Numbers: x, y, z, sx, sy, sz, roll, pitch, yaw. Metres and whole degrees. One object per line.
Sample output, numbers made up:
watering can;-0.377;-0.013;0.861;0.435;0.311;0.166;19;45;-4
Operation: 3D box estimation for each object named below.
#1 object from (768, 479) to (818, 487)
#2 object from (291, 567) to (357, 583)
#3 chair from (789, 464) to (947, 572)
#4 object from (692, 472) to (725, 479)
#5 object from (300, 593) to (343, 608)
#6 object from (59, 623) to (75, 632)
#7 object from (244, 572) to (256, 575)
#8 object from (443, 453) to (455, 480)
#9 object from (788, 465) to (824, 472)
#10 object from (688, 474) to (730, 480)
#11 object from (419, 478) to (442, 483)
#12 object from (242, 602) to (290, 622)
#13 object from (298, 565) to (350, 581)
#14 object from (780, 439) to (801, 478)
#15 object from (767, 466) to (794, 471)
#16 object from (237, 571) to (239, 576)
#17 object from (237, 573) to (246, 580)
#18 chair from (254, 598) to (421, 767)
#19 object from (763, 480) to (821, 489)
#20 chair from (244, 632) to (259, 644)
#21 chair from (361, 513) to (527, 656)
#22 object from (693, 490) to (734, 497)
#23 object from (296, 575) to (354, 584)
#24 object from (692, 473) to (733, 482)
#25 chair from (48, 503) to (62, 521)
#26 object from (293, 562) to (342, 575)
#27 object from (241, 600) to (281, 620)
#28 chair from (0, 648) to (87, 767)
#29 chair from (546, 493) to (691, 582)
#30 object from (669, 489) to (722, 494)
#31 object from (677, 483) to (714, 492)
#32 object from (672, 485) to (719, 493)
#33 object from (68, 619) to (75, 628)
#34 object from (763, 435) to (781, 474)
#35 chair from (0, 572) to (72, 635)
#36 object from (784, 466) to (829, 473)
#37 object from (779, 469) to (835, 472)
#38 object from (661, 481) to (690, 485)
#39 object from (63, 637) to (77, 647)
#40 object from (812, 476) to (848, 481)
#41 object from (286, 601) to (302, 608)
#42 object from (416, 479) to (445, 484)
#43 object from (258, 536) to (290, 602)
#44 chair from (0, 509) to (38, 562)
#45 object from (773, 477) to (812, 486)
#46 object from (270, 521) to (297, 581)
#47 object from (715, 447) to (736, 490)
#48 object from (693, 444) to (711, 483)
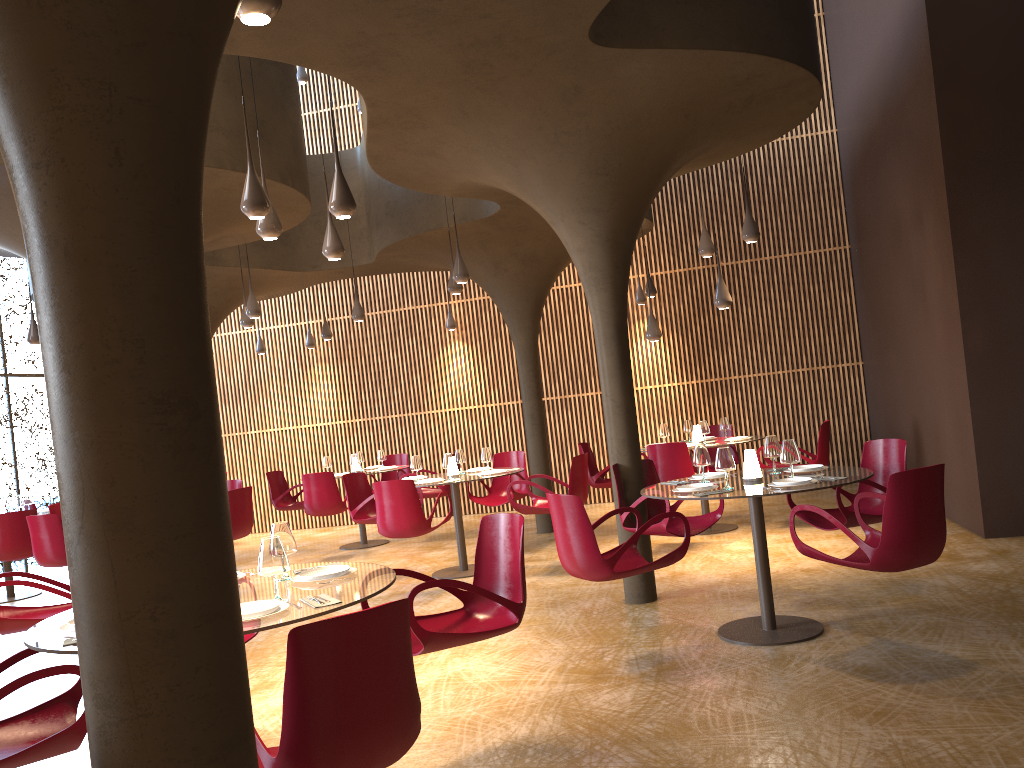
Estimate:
object;1.930;0.684;6.092;0.331;0.014;0.332;-6;-1;-5
object;-0.953;0.974;4.511;0.332;0.014;0.331;-7;-1;16
chair;2.248;0.820;5.489;0.624;0.636;0.874;-6;-1;-26
object;1.577;0.737;7.107;0.263;0.029;0.263;-8;-2;41
object;-0.842;0.955;3.902;0.126;0.017;0.262;-6;-1;-28
object;-1.835;1.061;3.956;0.332;0.014;0.332;-7;-1;9
object;-1.589;1.053;4.743;0.410;0.012;0.204;-6;-2;-36
object;-0.710;0.934;9.997;0.142;0.295;0.142;-6;0;4
object;2.267;0.653;6.839;0.263;0.029;0.263;-6;-1;-28
object;1.578;0.746;7.107;0.332;0.014;0.332;-6;-1;-4
object;-0.913;1.083;9.917;0.263;0.029;0.263;-7;-1;31
object;-1.117;0.976;3.778;0.332;0.014;0.331;-7;-2;37
object;-0.954;0.964;4.511;0.263;0.029;0.263;-7;-1;10
object;1.985;0.545;6.313;0.142;0.295;0.142;-6;0;-3
object;2.189;0.685;7.130;0.261;0.017;0.126;-6;-1;-19
object;-1.594;1.042;4.740;0.263;0.029;0.263;-5;-2;-41
object;-1.593;1.052;4.740;0.332;0.014;0.331;-7;-1;20
chair;-0.725;1.107;3.291;0.624;0.636;0.874;-6;-1;-38
object;1.926;0.685;6.089;0.410;0.012;0.204;-6;-1;-29
chair;-1.943;1.291;5.302;0.624;0.636;0.874;-6;-1;-33
chair;-0.319;1.097;4.880;0.871;0.636;0.626;-6;-1;-33
object;1.385;0.753;6.104;0.261;0.017;0.126;-6;-1;-15
object;-0.950;0.975;4.507;0.204;0.012;0.411;-6;-1;-27
object;1.583;0.747;7.110;0.410;0.012;0.204;-6;-1;-25
chair;-5.610;1.850;11.627;0.873;0.636;0.624;-7;-1;27
object;-1.050;0.999;4.797;0.261;0.017;0.126;-6;-1;-22
object;-1.118;0.966;3.777;0.263;0.029;0.263;-7;-2;33
chair;-2.221;1.285;3.686;0.871;0.636;0.626;-6;-1;-28
chair;0.690;1.011;6.114;0.871;0.636;0.626;-6;-1;-26
object;1.322;0.761;6.405;0.204;0.012;0.411;-6;-1;-19
object;1.323;0.750;6.400;0.263;0.029;0.263;-6;-1;-31
object;1.324;0.759;6.400;0.332;0.014;0.332;-6;-1;-2
object;-1.836;1.052;3.956;0.263;0.029;0.263;-5;-2;-42
object;2.040;0.552;6.931;0.142;0.295;0.142;-6;0;25
chair;-3.493;1.498;6.675;0.871;0.636;0.626;-6;-1;-30
object;2.268;0.662;6.839;0.332;0.014;0.331;-7;-1;29
object;2.271;0.663;6.835;0.204;0.012;0.411;-6;-1;-23
object;1.292;0.784;7.019;0.126;0.017;0.262;-6;-1;-21
object;-1.718;1.049;3.677;0.261;0.017;0.126;-6;-1;-26
object;2.211;0.661;6.202;0.126;0.017;0.262;-6;-1;-25
object;-1.121;0.977;3.775;0.410;0.012;0.204;-6;-2;-32
object;-0.911;1.093;9.917;0.332;0.014;0.332;-6;-1;2
object;-1.074;0.838;4.002;0.142;0.295;0.141;-7;0;39
chair;-6.348;1.927;11.308;0.624;0.636;0.874;-6;-1;-38
object;1.929;0.674;6.092;0.263;0.029;0.263;-6;-1;-2
object;-1.186;0.864;4.591;0.142;0.295;0.141;-7;0;44
object;1.514;0.597;6.293;0.142;0.295;0.142;-6;0;17
object;1.477;0.615;6.890;0.141;0.295;0.142;-6;0;-44
